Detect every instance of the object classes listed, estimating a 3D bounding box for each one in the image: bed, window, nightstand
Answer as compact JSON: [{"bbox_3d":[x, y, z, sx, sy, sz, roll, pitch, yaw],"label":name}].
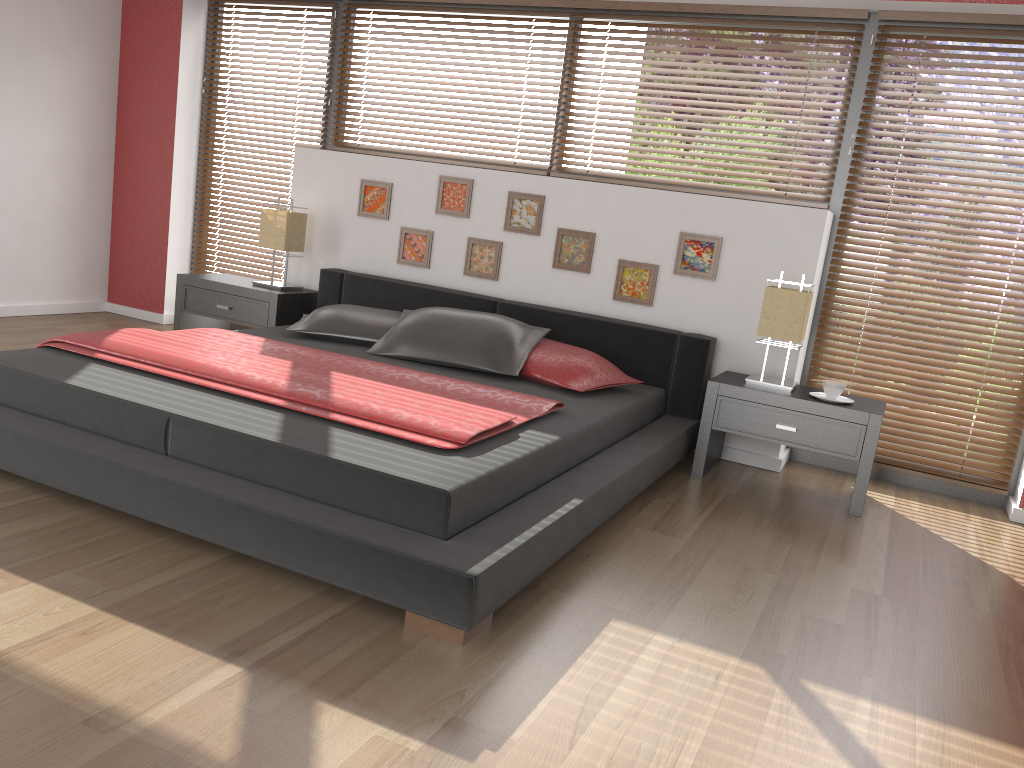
[{"bbox_3d":[-0.676,-0.046,3.543,2.469,0.577,2.413,12,12,23],"label":"bed"},{"bbox_3d":[1.971,-0.611,4.032,0.889,1.893,0.020,12,12,23],"label":"window"},{"bbox_3d":[1.196,0.237,3.832,0.700,0.423,0.413,12,12,23],"label":"nightstand"},{"bbox_3d":[-1.486,-0.357,4.980,0.700,0.423,0.413,12,12,23],"label":"nightstand"},{"bbox_3d":[-1.544,-1.390,5.536,0.889,1.893,0.020,12,12,23],"label":"window"},{"bbox_3d":[0.288,-1.528,4.681,2.817,0.786,0.020,12,12,23],"label":"window"}]

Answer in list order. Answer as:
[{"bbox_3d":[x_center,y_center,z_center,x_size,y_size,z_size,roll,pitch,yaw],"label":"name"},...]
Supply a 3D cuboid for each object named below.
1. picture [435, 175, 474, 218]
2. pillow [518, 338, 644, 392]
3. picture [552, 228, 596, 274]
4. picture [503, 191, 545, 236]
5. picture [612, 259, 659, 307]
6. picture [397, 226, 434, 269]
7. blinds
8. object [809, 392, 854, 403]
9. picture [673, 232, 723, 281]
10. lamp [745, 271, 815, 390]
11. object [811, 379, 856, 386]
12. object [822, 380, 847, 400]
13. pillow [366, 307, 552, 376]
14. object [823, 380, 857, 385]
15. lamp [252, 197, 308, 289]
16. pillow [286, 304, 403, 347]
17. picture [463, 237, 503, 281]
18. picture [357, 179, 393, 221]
[{"bbox_3d":[-0.302,-0.978,4.630,0.200,0.200,0.010,12,12,23],"label":"picture"},{"bbox_3d":[0.168,-0.098,3.947,0.745,0.172,0.418,18,14,41],"label":"pillow"},{"bbox_3d":[0.306,-0.661,4.394,0.200,0.200,0.010,12,12,23],"label":"picture"},{"bbox_3d":[0.061,-0.862,4.479,0.200,0.200,0.010,12,12,23],"label":"picture"},{"bbox_3d":[0.596,-0.489,4.283,0.200,0.200,0.010,12,12,23],"label":"picture"},{"bbox_3d":[-0.521,-0.733,4.762,0.200,0.200,0.010,12,12,23],"label":"picture"},{"bbox_3d":[0.179,-0.958,4.729,4.840,1.952,0.032,12,12,23],"label":"blinds"},{"bbox_3d":[1.328,0.060,3.688,0.179,0.012,0.179,-2,14,-41],"label":"object"},{"bbox_3d":[0.868,-0.598,4.145,0.200,0.200,0.010,12,12,23],"label":"picture"},{"bbox_3d":[1.168,-0.240,3.828,0.200,0.480,0.200,12,12,23],"label":"lamp"},{"bbox_3d":[1.327,-0.007,3.661,0.192,0.007,0.007,6,11,-7],"label":"object"},{"bbox_3d":[1.332,0.028,3.681,0.099,0.069,0.099,-2,14,-41],"label":"object"},{"bbox_3d":[-0.243,-0.211,3.965,0.744,0.241,0.386,12,11,18],"label":"pillow"},{"bbox_3d":[1.344,-0.008,3.678,0.192,0.007,0.007,6,11,-12],"label":"object"},{"bbox_3d":[-1.263,-0.778,4.868,0.200,0.480,0.200,12,12,23],"label":"lamp"},{"bbox_3d":[-0.676,-0.273,4.250,0.745,0.172,0.418,8,11,-2],"label":"pillow"},{"bbox_3d":[-0.151,-0.650,4.604,0.200,0.200,0.010,12,12,23],"label":"picture"},{"bbox_3d":[-0.747,-1.004,4.830,0.200,0.200,0.010,12,12,23],"label":"picture"}]
